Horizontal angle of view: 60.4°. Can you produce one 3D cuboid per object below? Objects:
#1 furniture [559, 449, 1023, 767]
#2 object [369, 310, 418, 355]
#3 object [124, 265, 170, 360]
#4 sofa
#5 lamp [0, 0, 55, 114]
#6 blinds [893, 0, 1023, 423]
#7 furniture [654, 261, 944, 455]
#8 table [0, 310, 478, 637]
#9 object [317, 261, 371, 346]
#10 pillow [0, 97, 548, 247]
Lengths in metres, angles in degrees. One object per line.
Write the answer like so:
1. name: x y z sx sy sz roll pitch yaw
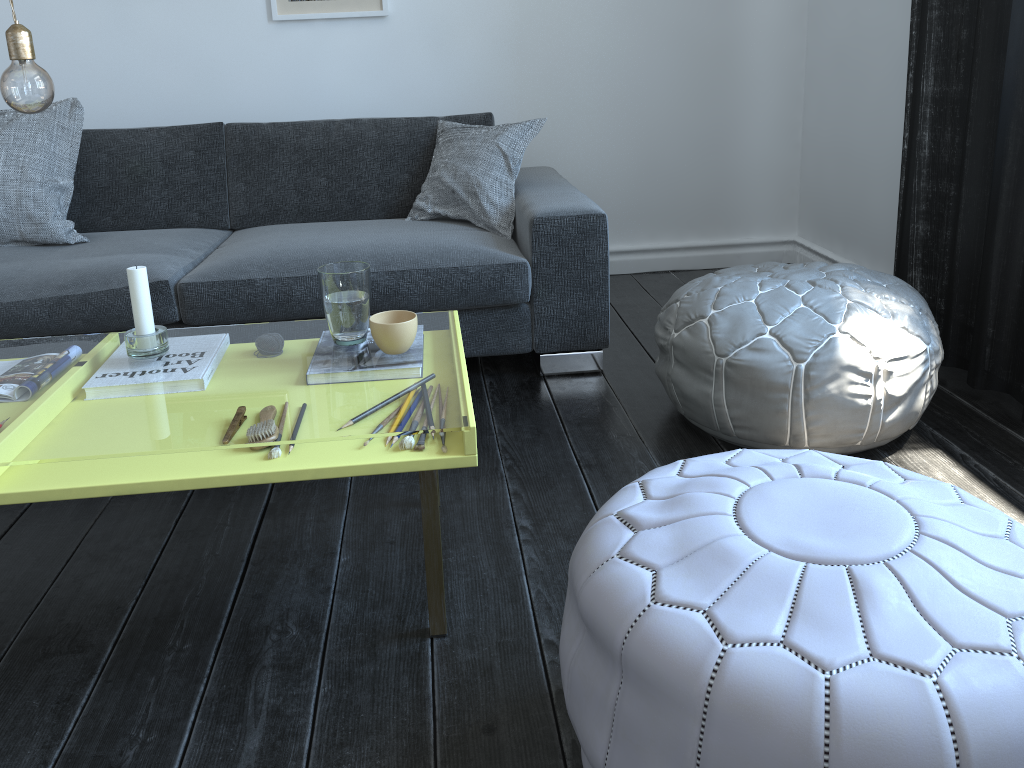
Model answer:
1. furniture: 0.370 0.346 1.089 0.611 0.407 0.635 -6 19 -10
2. object: -0.215 -0.091 1.608 0.087 0.064 0.089 6 20 22
3. object: -0.684 -0.136 1.629 0.075 0.168 0.076 7 18 28
4. sofa: -0.953 -0.462 2.853 2.373 0.702 1.120 -4 19 -5
5. lamp: -0.775 -1.117 1.172 0.074 1.452 0.091 3 16 18
6. blinds: 1.167 -1.419 2.057 0.112 2.885 0.828 -4 16 -6
7. furniture: 0.702 -0.103 2.219 0.679 0.370 0.702 -4 20 -5
8. table: -0.772 0.191 1.554 1.401 0.387 0.620 -4 19 -5
9. object: -0.312 -0.150 1.665 0.099 0.142 0.099 14 23 43
10. pillow: -0.908 -0.727 2.902 2.054 0.478 0.494 -2 18 -1
